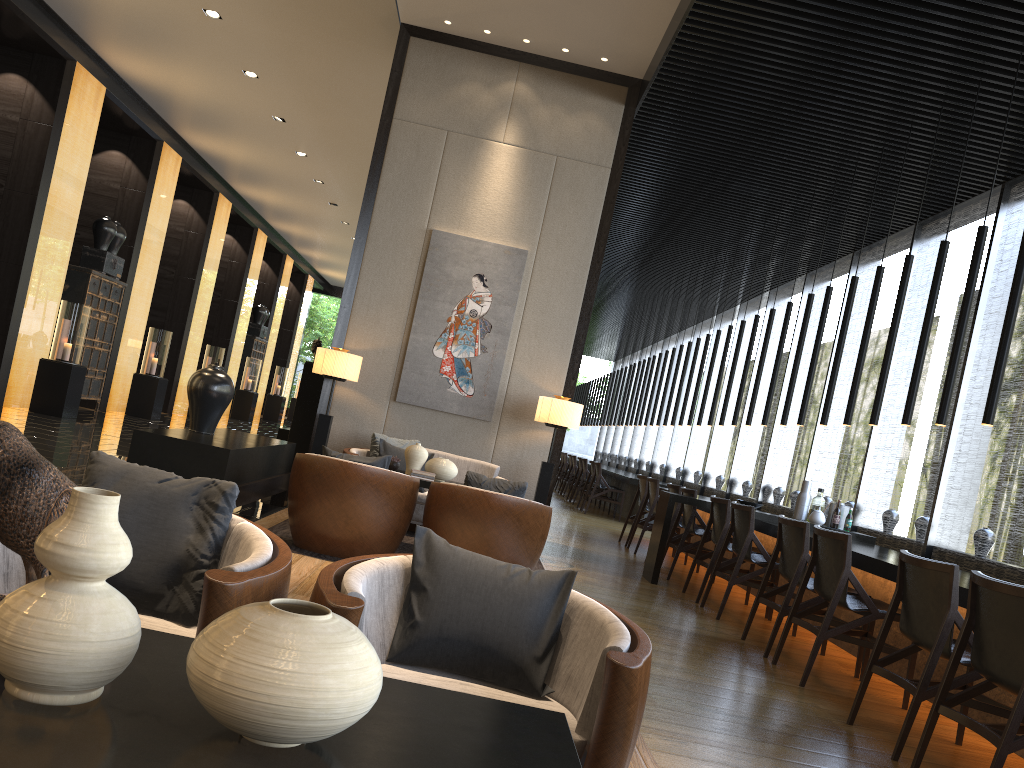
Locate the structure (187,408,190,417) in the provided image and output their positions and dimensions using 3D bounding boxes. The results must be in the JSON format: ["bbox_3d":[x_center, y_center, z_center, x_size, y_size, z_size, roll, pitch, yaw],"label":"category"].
[{"bbox_3d":[-5.813,0.334,16.729,0.402,0.658,0.402,12,-1,-2],"label":"structure"}]

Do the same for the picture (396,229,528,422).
[{"bbox_3d":[-0.425,-0.498,7.578,0.835,1.502,0.037,12,0,-3],"label":"picture"}]

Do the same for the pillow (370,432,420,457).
[{"bbox_3d":[-0.980,0.626,7.298,0.435,0.399,0.200,13,-1,-24],"label":"pillow"}]

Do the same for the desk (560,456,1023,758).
[{"bbox_3d":[1.873,1.705,12.421,1.780,0.759,28.750,12,-3,-2],"label":"desk"}]

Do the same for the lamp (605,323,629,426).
[{"bbox_3d":[2.326,-0.260,19.414,0.060,2.420,0.059,12,0,-37],"label":"lamp"}]

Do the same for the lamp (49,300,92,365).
[{"bbox_3d":[-5.415,-0.632,10.864,0.336,0.729,0.337,12,0,3],"label":"lamp"}]

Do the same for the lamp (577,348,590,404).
[{"bbox_3d":[2.043,0.056,26.034,0.060,2.420,0.060,12,0,3],"label":"lamp"}]

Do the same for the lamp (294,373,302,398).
[{"bbox_3d":[-6.043,0.069,25.533,0.338,0.729,0.336,12,0,-15],"label":"lamp"}]

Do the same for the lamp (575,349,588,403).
[{"bbox_3d":[2.021,0.081,26.541,0.060,2.420,0.060,12,0,3],"label":"lamp"}]

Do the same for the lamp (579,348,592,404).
[{"bbox_3d":[2.064,0.032,25.521,0.060,2.420,0.060,12,0,3],"label":"lamp"}]

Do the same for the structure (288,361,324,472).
[{"bbox_3d":[-1.891,0.414,8.135,0.240,1.218,0.240,12,0,-2],"label":"structure"}]

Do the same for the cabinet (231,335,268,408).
[{"bbox_3d":[-6.440,-0.191,21.157,0.548,1.922,1.187,12,-1,-2],"label":"cabinet"}]

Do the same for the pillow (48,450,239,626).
[{"bbox_3d":[-0.910,0.381,2.211,0.399,0.362,0.222,12,-1,-2],"label":"pillow"}]

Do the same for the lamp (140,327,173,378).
[{"bbox_3d":[-5.541,-0.491,13.798,0.337,0.729,0.337,12,0,0],"label":"lamp"}]

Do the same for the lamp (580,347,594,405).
[{"bbox_3d":[2.085,0.009,25.040,0.060,2.420,0.060,12,0,3],"label":"lamp"}]

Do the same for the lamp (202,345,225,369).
[{"bbox_3d":[-5.666,-0.351,16.732,0.337,0.729,0.337,12,0,0],"label":"lamp"}]

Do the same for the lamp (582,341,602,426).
[{"bbox_3d":[2.150,-0.064,23.514,0.060,2.420,0.059,12,0,-37],"label":"lamp"}]

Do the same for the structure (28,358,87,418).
[{"bbox_3d":[-5.562,0.053,10.861,0.402,0.658,0.402,12,-1,-2],"label":"structure"}]

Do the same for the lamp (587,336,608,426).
[{"bbox_3d":[2.194,-0.113,22.492,0.060,2.420,0.059,12,0,-37],"label":"lamp"}]

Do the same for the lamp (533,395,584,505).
[{"bbox_3d":[0.275,0.768,7.338,0.373,1.351,0.377,12,0,27],"label":"lamp"}]

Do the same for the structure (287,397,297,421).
[{"bbox_3d":[-6.190,0.754,25.530,0.402,0.658,0.402,12,-1,-2],"label":"structure"}]

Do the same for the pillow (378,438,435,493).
[{"bbox_3d":[-0.879,0.660,7.148,0.472,0.361,0.219,12,-1,-6],"label":"pillow"}]

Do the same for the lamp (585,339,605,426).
[{"bbox_3d":[2.172,-0.089,23.001,0.060,2.420,0.059,12,0,-37],"label":"lamp"}]

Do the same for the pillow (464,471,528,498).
[{"bbox_3d":[-0.128,0.732,5.401,0.399,0.362,0.222,12,-1,-2],"label":"pillow"}]

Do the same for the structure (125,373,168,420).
[{"bbox_3d":[-5.688,0.193,13.795,0.402,0.658,0.402,12,-1,-2],"label":"structure"}]

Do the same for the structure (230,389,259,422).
[{"bbox_3d":[-5.939,0.474,19.662,0.402,0.658,0.402,12,-1,-2],"label":"structure"}]

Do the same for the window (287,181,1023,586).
[{"bbox_3d":[-1.961,-0.881,12.742,12.058,4.225,31.903,12,-3,-2],"label":"window"}]

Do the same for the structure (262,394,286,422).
[{"bbox_3d":[-6.064,0.614,22.596,0.402,0.658,0.402,12,-1,-2],"label":"structure"}]

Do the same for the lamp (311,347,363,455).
[{"bbox_3d":[-1.544,0.372,7.256,0.377,1.348,0.372,12,0,-41],"label":"lamp"}]

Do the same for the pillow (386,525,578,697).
[{"bbox_3d":[-0.073,0.568,2.251,0.441,0.338,0.205,12,-1,5],"label":"pillow"}]

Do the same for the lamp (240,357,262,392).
[{"bbox_3d":[-5.792,-0.211,19.666,0.337,0.729,0.337,12,0,0],"label":"lamp"}]

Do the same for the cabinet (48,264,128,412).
[{"bbox_3d":[-6.063,-0.612,12.347,0.548,1.922,1.187,12,-1,-2],"label":"cabinet"}]

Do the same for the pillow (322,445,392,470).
[{"bbox_3d":[-0.967,0.552,5.362,0.441,0.338,0.205,12,-1,5],"label":"pillow"}]

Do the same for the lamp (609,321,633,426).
[{"bbox_3d":[2.348,-0.285,18.900,0.060,2.420,0.059,12,0,-37],"label":"lamp"}]

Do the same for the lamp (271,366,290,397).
[{"bbox_3d":[-5.917,-0.071,22.600,0.337,0.729,0.337,12,0,0],"label":"lamp"}]

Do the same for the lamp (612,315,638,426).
[{"bbox_3d":[2.370,-0.309,18.385,0.060,2.420,0.059,12,0,-37],"label":"lamp"}]

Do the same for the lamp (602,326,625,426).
[{"bbox_3d":[2.304,-0.236,19.926,0.060,2.420,0.059,12,0,-37],"label":"lamp"}]

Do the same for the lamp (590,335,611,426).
[{"bbox_3d":[2.216,-0.137,21.984,0.060,2.420,0.059,12,0,-37],"label":"lamp"}]

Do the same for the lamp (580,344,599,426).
[{"bbox_3d":[2.128,-0.040,24.027,0.060,2.420,0.059,12,0,-37],"label":"lamp"}]

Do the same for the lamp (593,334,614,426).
[{"bbox_3d":[2.238,-0.162,21.472,0.060,2.420,0.059,12,0,-37],"label":"lamp"}]

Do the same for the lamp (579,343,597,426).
[{"bbox_3d":[2.107,-0.015,24.534,0.060,2.420,0.060,12,0,3],"label":"lamp"}]
